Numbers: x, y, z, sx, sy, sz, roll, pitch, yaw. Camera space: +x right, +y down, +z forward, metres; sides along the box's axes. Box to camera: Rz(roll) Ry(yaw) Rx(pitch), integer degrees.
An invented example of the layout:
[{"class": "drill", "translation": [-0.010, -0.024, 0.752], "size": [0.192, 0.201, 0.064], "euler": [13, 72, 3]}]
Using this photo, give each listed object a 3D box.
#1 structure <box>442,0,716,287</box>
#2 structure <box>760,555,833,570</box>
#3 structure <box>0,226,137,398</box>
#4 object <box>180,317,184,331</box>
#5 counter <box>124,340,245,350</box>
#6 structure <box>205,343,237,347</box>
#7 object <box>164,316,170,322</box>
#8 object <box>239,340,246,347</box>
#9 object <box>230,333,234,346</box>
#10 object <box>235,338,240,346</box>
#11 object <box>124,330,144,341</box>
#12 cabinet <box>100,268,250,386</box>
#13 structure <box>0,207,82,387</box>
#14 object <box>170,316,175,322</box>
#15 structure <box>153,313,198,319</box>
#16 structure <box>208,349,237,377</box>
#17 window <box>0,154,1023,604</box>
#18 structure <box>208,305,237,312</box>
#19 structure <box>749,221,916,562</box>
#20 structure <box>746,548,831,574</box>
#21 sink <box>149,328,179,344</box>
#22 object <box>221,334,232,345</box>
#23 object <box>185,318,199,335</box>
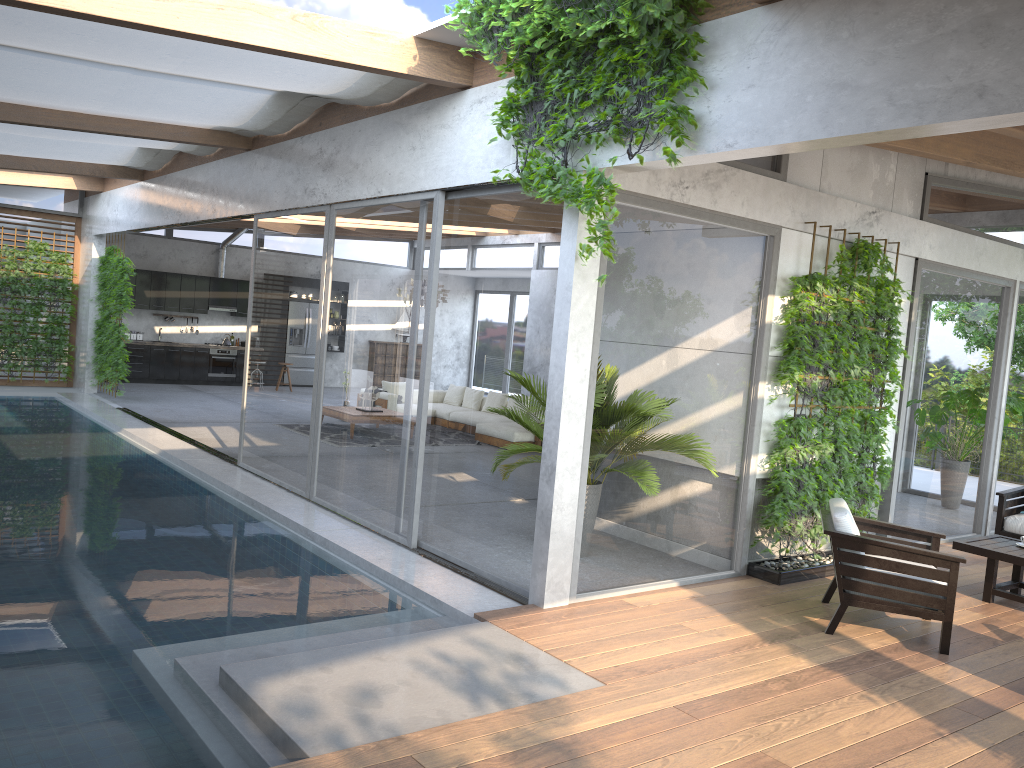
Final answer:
[{"class": "structure", "translation": [0.278, -1.595, 5.085], "size": [0.918, 2.054, 1.822], "euler": [2, 5, -41]}, {"class": "structure", "translation": [2.279, 1.397, 6.948], "size": [0.928, 0.044, 0.231], "euler": [2, 4, -38]}, {"class": "structure", "translation": [-6.409, -0.910, 11.258], "size": [2.739, 2.687, 10.282], "euler": [4, 4, -21]}, {"class": "object", "translation": [-7.007, -1.274, 18.837], "size": [0.071, 0.325, 0.066], "euler": [2, 4, -38]}, {"class": "counter", "translation": [-7.097, -0.831, 18.515], "size": [3.805, 0.061, 0.607], "euler": [2, 4, -38]}, {"class": "structure", "translation": [-6.308, -0.845, 19.124], "size": [0.605, 0.031, 0.496], "euler": [2, 4, -38]}, {"class": "object", "translation": [-7.250, -1.375, 18.631], "size": [0.117, 0.139, 0.093], "euler": [2, 4, -36]}, {"class": "object", "translation": [-5.887, -0.896, 19.615], "size": [0.247, 0.141, 0.209], "euler": [2, 5, -39]}, {"class": "object", "translation": [-6.147, -0.983, 19.518], "size": [0.089, 0.282, 0.082], "euler": [2, 5, -42]}, {"class": "object", "translation": [-6.068, -0.933, 19.610], "size": [0.080, 0.183, 0.039], "euler": [3, 4, -25]}, {"class": "object", "translation": [-7.787, -1.004, 18.228], "size": [0.405, 0.200, 0.147], "euler": [2, 4, -36]}, {"class": "cabinet", "translation": [-6.248, -1.231, 19.146], "size": [5.901, 2.502, 0.709], "euler": [2, 5, -39]}, {"class": "structure", "translation": [-9.620, -1.542, 14.830], "size": [4.313, 3.079, 0.085], "euler": [2, 4, -38]}, {"class": "object", "translation": [-7.159, -1.371, 18.692], "size": [0.117, 0.139, 0.093], "euler": [4, 4, -21]}, {"class": "structure", "translation": [-7.098, -1.432, 18.759], "size": [0.932, 0.046, 0.081], "euler": [2, 4, -38]}, {"class": "structure", "translation": [-6.327, -0.473, 19.131], "size": [0.587, 0.588, 0.584], "euler": [2, 4, -38]}, {"class": "window", "translation": [-2.101, -1.136, 13.379], "size": [14.294, 3.764, 23.280], "euler": [2, 4, -38]}, {"class": "structure", "translation": [-6.305, -1.636, 19.162], "size": [0.599, 0.104, 0.368], "euler": [2, 4, -38]}, {"class": "structure", "translation": [2.649, 0.121, 7.136], "size": [1.851, 2.669, 0.500], "euler": [2, 4, -37]}, {"class": "structure", "translation": [1.906, 1.120, 8.248], "size": [2.012, 0.595, 2.203], "euler": [2, 4, -38]}, {"class": "sink", "translation": [-7.250, -0.898, 18.391], "size": [0.526, 0.514, 0.514], "euler": [2, 4, -38]}, {"class": "object", "translation": [-6.158, -0.968, 19.158], "size": [0.222, 0.235, 0.222], "euler": [8, 5, 42]}, {"class": "object", "translation": [-6.821, -1.242, 18.943], "size": [0.282, 0.380, 0.070], "euler": [2, 4, -37]}]
